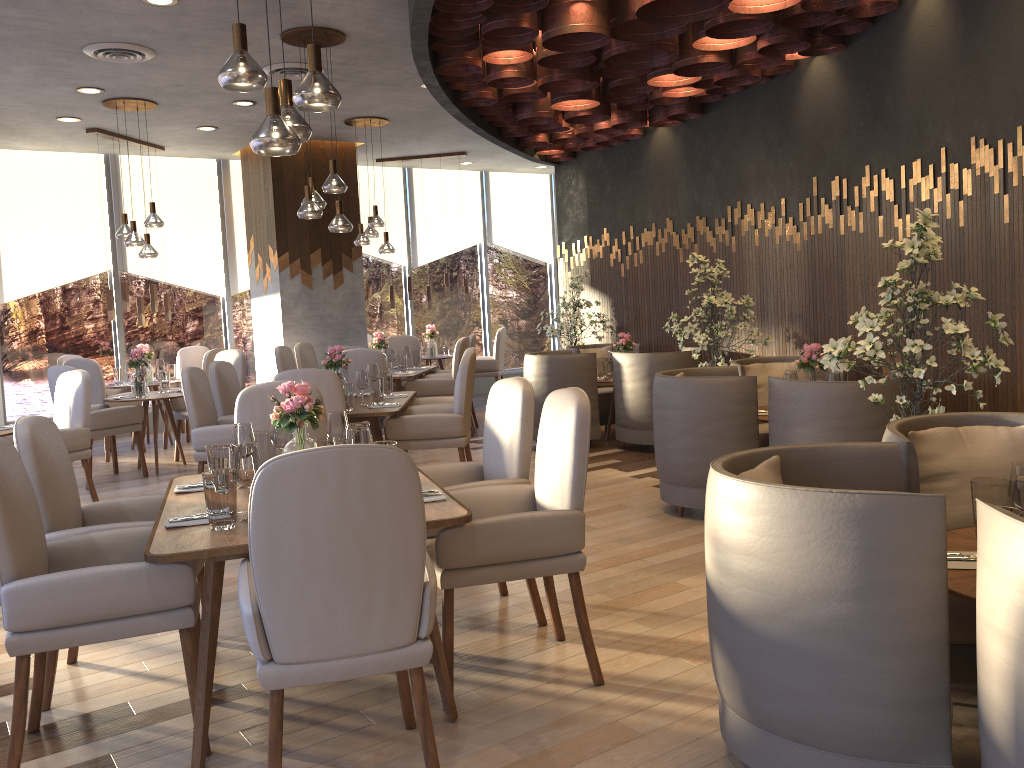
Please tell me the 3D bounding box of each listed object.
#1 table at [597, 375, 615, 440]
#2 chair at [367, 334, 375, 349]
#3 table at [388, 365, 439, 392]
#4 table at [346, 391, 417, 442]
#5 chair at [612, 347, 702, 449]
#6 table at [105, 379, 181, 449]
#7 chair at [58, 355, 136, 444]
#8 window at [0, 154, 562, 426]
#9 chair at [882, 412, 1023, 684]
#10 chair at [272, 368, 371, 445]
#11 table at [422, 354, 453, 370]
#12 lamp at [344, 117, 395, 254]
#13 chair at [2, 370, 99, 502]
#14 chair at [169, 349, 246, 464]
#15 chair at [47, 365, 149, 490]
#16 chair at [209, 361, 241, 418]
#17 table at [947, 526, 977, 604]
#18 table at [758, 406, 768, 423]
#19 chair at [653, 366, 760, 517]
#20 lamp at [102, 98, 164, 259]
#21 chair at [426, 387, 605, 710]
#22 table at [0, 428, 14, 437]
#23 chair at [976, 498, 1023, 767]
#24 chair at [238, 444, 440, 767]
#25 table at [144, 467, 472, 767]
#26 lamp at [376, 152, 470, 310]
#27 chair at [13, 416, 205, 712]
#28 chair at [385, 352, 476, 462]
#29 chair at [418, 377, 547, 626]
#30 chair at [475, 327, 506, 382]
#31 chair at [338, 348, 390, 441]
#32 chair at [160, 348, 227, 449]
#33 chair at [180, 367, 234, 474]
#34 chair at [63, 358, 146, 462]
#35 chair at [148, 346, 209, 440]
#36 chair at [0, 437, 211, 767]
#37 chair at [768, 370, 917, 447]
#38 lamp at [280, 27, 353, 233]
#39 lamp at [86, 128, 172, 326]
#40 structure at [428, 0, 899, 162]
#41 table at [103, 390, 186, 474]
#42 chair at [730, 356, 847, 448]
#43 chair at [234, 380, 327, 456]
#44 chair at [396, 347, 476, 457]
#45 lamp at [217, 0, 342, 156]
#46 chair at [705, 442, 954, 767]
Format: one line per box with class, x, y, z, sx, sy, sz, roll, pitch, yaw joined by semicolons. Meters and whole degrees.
table;1.073;0.217;8.223;0.835;0.560;0.834;-7;6;-41
chair;-1.617;-0.163;11.441;0.599;0.998;0.529;-2;4;8
table;-1.319;0.212;9.055;0.964;0.664;1.310;-2;5;7
table;-1.186;0.469;6.237;0.964;0.664;1.310;-3;5;-1
chair;1.306;0.131;7.532;0.775;0.836;0.596;-5;4;-19
table;-3.819;0.320;9.321;0.834;0.661;0.835;-4;5;-14
chair;-4.412;0.176;9.393;0.599;0.998;0.529;-2;4;9
window;-3.734;-1.007;7.215;8.058;3.192;16.164;-2;5;11
chair;1.601;0.545;2.960;0.774;0.836;0.597;-3;4;6
chair;-1.159;0.381;5.390;0.528;0.998;0.601;-3;4;2
table;-1.001;-0.021;11.374;0.835;0.661;0.834;-7;6;-43
lamp;-1.426;-1.978;8.944;0.439;1.323;0.440;0;5;41
chair;-3.198;0.426;6.050;0.528;0.998;0.601;0;5;37
chair;-2.811;0.193;8.319;0.528;0.998;0.601;0;5;33
chair;-3.452;0.317;7.356;0.528;0.998;0.601;-1;5;32
chair;-1.854;0.314;6.497;0.599;0.998;0.529;-3;4;2
table;1.481;0.750;2.313;0.833;0.560;0.836;-3;5;5
table;1.815;0.447;5.351;0.833;0.560;0.836;-2;5;9
chair;1.160;0.343;5.357;0.595;0.836;0.776;-3;4;6
lamp;-3.270;-1.765;7.710;0.440;1.323;0.440;-5;4;-27
chair;-0.018;0.532;3.150;0.600;0.998;0.529;-4;4;-15
table;-3.540;0.654;5.607;0.833;0.661;0.836;-2;5;16
chair;1.345;0.681;1.660;0.774;0.836;0.597;-2;4;11
chair;-0.473;0.623;2.437;0.528;0.998;0.601;-4;4;-15
table;-0.747;0.728;3.239;0.965;0.664;1.309;-4;5;-17
lamp;-1.091;-1.907;11.219;1.161;1.927;0.118;-2;4;11
chair;-1.459;0.594;3.295;0.600;0.998;0.529;-4;4;-15
chair;-0.515;0.296;5.939;0.599;0.998;0.529;-3;4;2
chair;-0.207;0.492;3.686;0.600;0.998;0.529;-5;4;-22
chair;-0.352;-0.209;11.222;0.599;0.998;0.529;-2;4;9
chair;-1.213;0.228;7.056;0.528;0.998;0.601;-3;4;-3
chair;-3.242;0.138;9.150;0.599;0.998;0.529;-2;4;12
chair;-1.851;0.367;5.933;0.600;0.998;0.529;-3;4;-3
chair;-3.996;0.223;8.662;0.528;0.998;0.601;-2;4;16
chair;-3.666;0.089;9.907;0.528;0.998;0.601;-2;4;13
chair;-1.292;0.636;2.755;0.600;0.998;0.529;-4;4;-20
chair;1.791;0.374;4.672;0.774;0.836;0.597;-3;4;1
lamp;-1.326;-1.716;6.106;0.440;1.323;0.440;-5;4;-29
lamp;-3.913;-1.569;9.199;0.118;1.927;1.164;-2;4;11
structure;0.877;-2.279;5.182;2.755;0.555;9.474;-3;5;-4
table;-3.129;0.423;7.832;0.833;0.661;0.836;0;5;30
chair;1.816;0.248;5.998;0.774;0.836;0.596;-3;4;-4
chair;-1.002;0.502;4.021;0.528;0.998;0.600;-4;4;-20
chair;-0.540;0.244;6.507;0.600;0.998;0.529;-3;4;-5
lamp;-0.844;-1.461;3.116;0.439;1.323;0.440;-3;4;5
chair;0.843;0.633;2.444;0.595;0.836;0.776;-2;5;16
